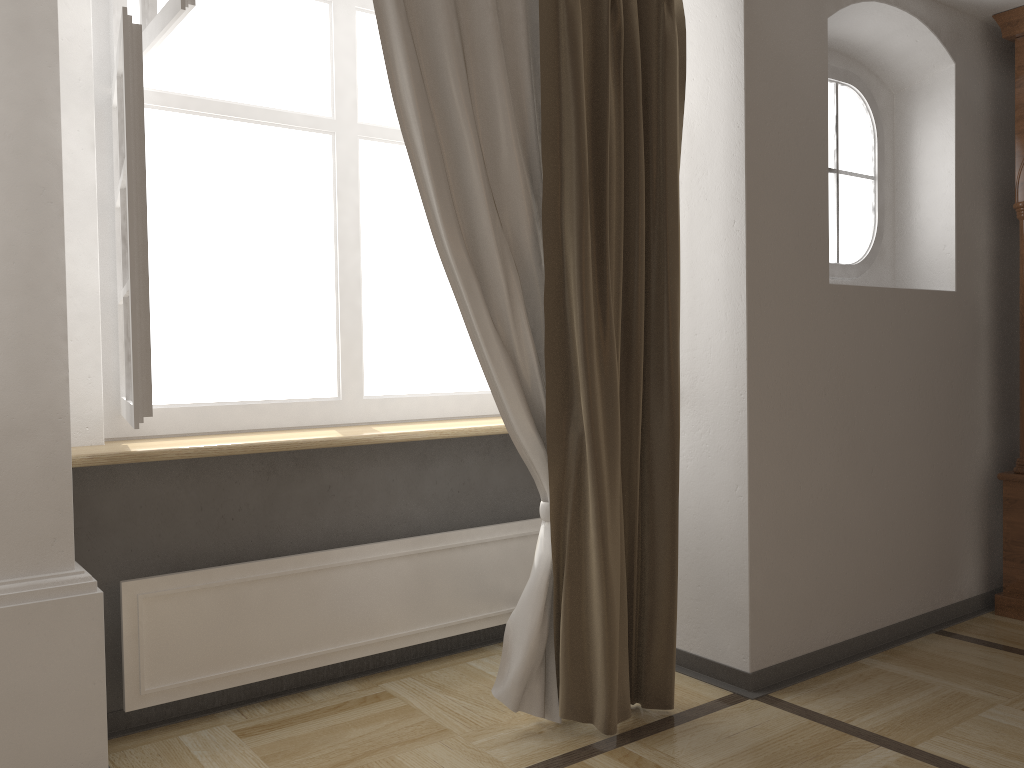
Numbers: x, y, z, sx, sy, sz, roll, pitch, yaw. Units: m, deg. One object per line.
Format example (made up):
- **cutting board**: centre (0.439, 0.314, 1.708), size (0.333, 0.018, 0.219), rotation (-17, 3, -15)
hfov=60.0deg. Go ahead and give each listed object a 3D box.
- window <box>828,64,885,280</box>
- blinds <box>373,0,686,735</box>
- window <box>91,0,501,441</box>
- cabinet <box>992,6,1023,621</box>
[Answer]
- **window**: centre (1.201, -0.782, 3.306), size (0.600, 0.784, 0.050), rotation (-2, 2, -36)
- **blinds**: centre (-1.724, -0.136, 1.038), size (5.765, 2.294, 0.285), rotation (-2, 2, -36)
- **window**: centre (-0.393, -0.603, 2.713), size (1.653, 1.500, 0.782), rotation (-2, 2, -36)
- **cabinet**: centre (2.768, -0.250, 2.626), size (0.587, 2.298, 2.360), rotation (-2, 2, -36)
